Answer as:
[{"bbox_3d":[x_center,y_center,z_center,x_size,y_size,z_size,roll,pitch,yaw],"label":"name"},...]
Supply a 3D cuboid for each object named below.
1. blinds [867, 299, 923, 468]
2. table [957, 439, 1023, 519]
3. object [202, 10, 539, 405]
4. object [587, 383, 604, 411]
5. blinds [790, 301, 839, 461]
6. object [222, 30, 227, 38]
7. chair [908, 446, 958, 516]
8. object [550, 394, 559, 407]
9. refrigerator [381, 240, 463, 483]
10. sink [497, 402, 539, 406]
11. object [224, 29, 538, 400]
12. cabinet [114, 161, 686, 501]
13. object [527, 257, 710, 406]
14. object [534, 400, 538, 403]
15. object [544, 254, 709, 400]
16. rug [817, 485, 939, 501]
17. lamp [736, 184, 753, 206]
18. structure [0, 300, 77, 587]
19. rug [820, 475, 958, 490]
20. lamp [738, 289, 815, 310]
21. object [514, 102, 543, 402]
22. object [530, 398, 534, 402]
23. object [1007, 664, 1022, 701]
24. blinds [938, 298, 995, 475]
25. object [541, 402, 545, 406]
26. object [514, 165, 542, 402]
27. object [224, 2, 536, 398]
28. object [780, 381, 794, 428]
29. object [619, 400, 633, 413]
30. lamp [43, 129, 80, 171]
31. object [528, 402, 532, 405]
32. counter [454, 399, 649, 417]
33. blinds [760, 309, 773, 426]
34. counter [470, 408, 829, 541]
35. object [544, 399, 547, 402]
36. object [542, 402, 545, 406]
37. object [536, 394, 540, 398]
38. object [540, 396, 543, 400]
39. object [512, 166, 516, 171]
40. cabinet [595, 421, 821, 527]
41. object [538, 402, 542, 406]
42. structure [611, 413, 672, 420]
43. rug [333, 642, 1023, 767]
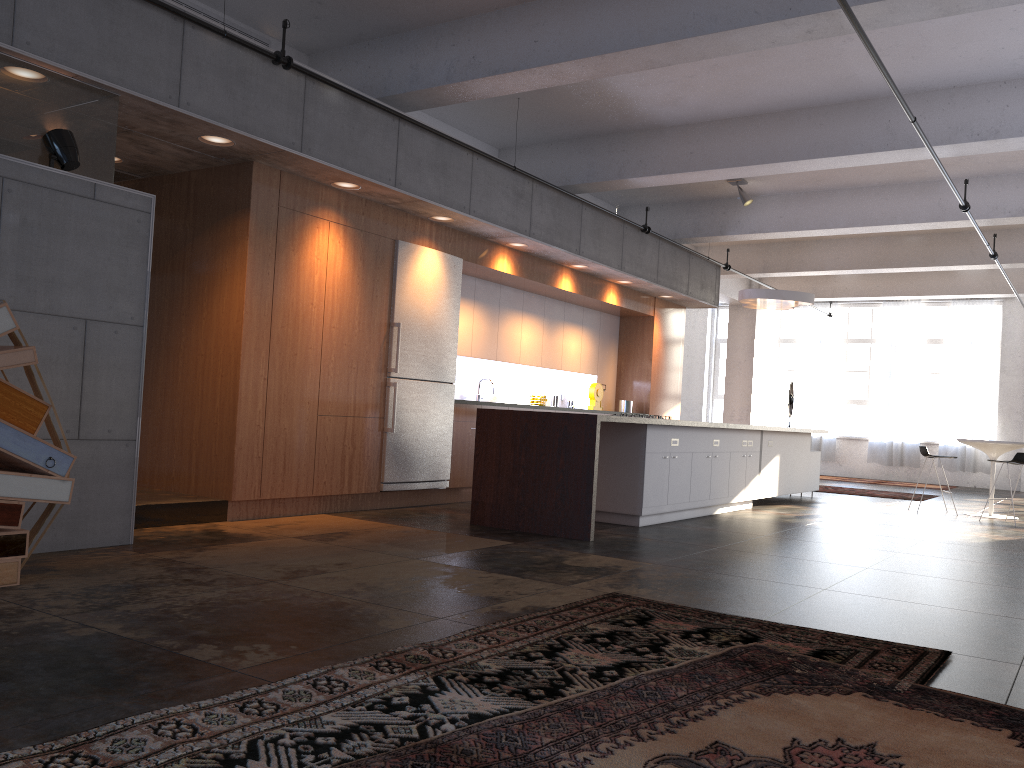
[{"bbox_3d":[8.076,-0.122,18.498,1.016,3.696,0.345,3,-1,30],"label":"blinds"},{"bbox_3d":[6.008,1.184,11.072,0.812,0.951,0.846,2,-2,34],"label":"table"},{"bbox_3d":[-1.316,-1.342,8.497,0.057,2.866,6.078,3,-2,35],"label":"object"},{"bbox_3d":[1.142,0.176,11.994,0.097,0.381,0.280,3,-1,34],"label":"object"},{"bbox_3d":[6.680,-0.160,19.408,1.012,3.673,0.368,3,-1,32],"label":"blinds"},{"bbox_3d":[0.375,0.158,10.970,0.062,0.051,0.054,3,-2,26],"label":"object"},{"bbox_3d":[5.306,1.235,11.130,0.501,0.895,0.467,3,-1,10],"label":"chair"},{"bbox_3d":[0.563,0.209,11.598,0.059,0.209,0.147,3,-1,34],"label":"object"},{"bbox_3d":[-0.882,-0.180,8.399,0.215,2.190,0.974,3,-1,31],"label":"refrigerator"},{"bbox_3d":[-0.115,0.314,10.083,0.512,0.192,0.744,2,-2,34],"label":"sink"},{"bbox_3d":[-0.762,-1.044,8.316,0.055,2.189,5.727,3,-2,24],"label":"object"},{"bbox_3d":[-0.692,-0.188,10.683,2.332,2.561,8.271,2,-2,34],"label":"cabinet"},{"bbox_3d":[-4.571,0.275,6.416,0.929,1.214,13.479,2,-2,44],"label":"object"},{"bbox_3d":[0.298,0.225,10.859,0.051,0.053,0.063,3,-2,16],"label":"object"},{"bbox_3d":[0.396,0.161,10.922,0.054,0.060,0.056,4,-2,-33],"label":"object"},{"bbox_3d":[5.300,1.720,14.456,2.827,0.029,1.892,2,-2,33],"label":"rug"},{"bbox_3d":[2.854,-2.330,10.876,0.219,0.286,0.133,3,-1,17],"label":"lamp"},{"bbox_3d":[-2.836,0.237,3.664,0.625,1.314,1.952,3,-2,34],"label":"structure"},{"bbox_3d":[7.140,1.950,17.751,3.068,0.009,1.852,2,-2,32],"label":"rug"},{"bbox_3d":[3.553,-1.167,12.288,1.016,0.130,1.071,4,-2,-10],"label":"lamp"},{"bbox_3d":[0.357,0.196,10.917,0.064,0.053,0.050,4,-2,-19],"label":"object"},{"bbox_3d":[0.249,0.195,10.897,0.052,0.054,0.062,3,-2,25],"label":"object"},{"bbox_3d":[-0.499,1.318,7.765,19.353,0.001,27.755,2,-2,34],"label":"object"},{"bbox_3d":[9.207,-0.089,17.776,1.009,3.749,0.349,3,-1,31],"label":"blinds"},{"bbox_3d":[0.388,0.249,10.956,0.061,0.057,0.051,4,-1,-20],"label":"object"},{"bbox_3d":[0.194,-0.941,9.693,0.053,2.227,2.430,3,-1,10],"label":"object"},{"bbox_3d":[0.266,0.147,10.884,0.051,0.059,0.058,4,-2,-22],"label":"object"},{"bbox_3d":[5.430,0.902,17.716,1.157,1.919,1.077,3,-1,33],"label":"object"},{"bbox_3d":[1.605,0.319,12.459,0.192,0.170,0.189,4,-2,-8],"label":"object"},{"bbox_3d":[-2.564,-1.319,5.036,0.209,0.258,0.173,3,-1,15],"label":"lamp"},{"bbox_3d":[-4.451,0.341,6.393,13.028,1.095,0.053,5,-2,-44],"label":"object"},{"bbox_3d":[0.019,0.285,11.105,1.575,0.039,4.551,2,-2,34],"label":"counter"},{"bbox_3d":[5.460,-0.203,20.231,1.005,3.712,0.321,3,-1,32],"label":"blinds"},{"bbox_3d":[2.036,0.907,9.832,1.119,0.971,6.791,2,-2,34],"label":"counter"},{"bbox_3d":[-3.920,-1.270,6.879,12.076,2.209,0.060,5,-2,-43],"label":"object"},{"bbox_3d":[0.373,0.252,10.900,0.060,0.053,0.054,3,-2,21],"label":"object"},{"bbox_3d":[-1.956,-1.192,6.527,0.057,2.164,10.085,3,-2,28],"label":"object"},{"bbox_3d":[-1.081,-1.082,7.783,0.052,2.168,6.988,3,-2,26],"label":"object"},{"bbox_3d":[0.352,0.202,10.973,0.051,0.053,0.063,2,-2,40],"label":"object"},{"bbox_3d":[2.389,0.975,10.343,0.904,0.930,5.763,2,-2,34],"label":"cabinet"},{"bbox_3d":[1.556,-0.781,11.764,2.981,2.309,0.056,5,-1,-38],"label":"object"},{"bbox_3d":[1.361,0.354,9.161,0.502,0.071,0.653,2,-2,34],"label":"structure"},{"bbox_3d":[0.398,0.989,1.865,1.836,0.048,3.601,1,-3,43],"label":"rug"}]
